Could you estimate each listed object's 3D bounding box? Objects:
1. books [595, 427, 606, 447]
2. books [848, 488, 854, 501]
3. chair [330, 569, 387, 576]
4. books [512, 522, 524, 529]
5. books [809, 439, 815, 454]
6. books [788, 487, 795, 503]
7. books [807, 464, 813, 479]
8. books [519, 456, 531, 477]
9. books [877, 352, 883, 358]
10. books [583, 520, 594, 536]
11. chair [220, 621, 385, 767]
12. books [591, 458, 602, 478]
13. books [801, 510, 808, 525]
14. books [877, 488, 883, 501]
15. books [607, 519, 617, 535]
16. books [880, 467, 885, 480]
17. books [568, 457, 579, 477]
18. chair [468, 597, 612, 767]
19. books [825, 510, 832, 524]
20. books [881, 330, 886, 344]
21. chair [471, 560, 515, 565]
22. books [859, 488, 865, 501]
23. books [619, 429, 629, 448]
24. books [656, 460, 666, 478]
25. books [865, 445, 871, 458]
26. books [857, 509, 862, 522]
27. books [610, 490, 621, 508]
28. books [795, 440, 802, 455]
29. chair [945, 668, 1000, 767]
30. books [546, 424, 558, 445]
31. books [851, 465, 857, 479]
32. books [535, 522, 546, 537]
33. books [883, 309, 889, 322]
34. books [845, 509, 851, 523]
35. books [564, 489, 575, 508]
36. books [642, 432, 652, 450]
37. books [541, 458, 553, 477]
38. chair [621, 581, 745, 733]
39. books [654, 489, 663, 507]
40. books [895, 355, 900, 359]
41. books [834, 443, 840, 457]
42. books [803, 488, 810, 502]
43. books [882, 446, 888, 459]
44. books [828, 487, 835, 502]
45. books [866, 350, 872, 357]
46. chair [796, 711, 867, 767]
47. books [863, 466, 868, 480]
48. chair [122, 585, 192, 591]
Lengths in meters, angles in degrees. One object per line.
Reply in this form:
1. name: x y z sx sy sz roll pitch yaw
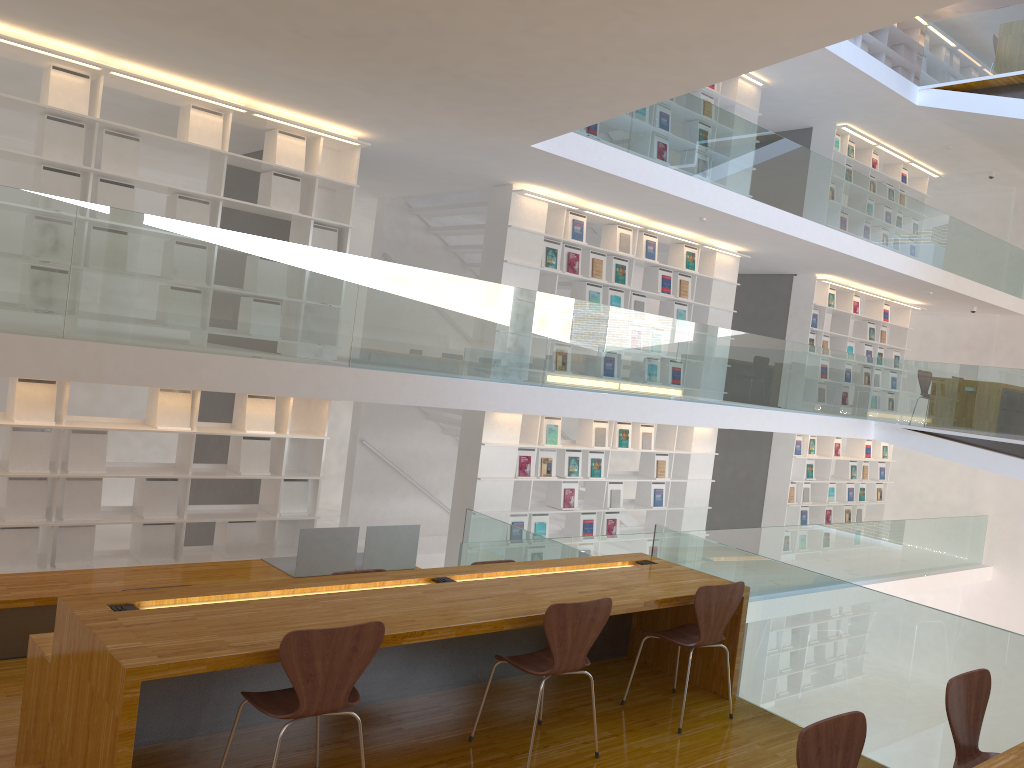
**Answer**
1. books: 0.940 0.569 9.407 0.145 0.210 0.037 6 2 -41
2. books: 5.026 1.646 13.146 0.145 0.210 0.037 6 2 -41
3. chair: -0.776 1.396 4.797 0.428 0.693 0.381 6 2 -41
4. books: 0.058 1.469 8.764 0.145 0.210 0.037 6 2 -41
5. books: 4.166 0.868 12.309 0.145 0.210 0.037 6 2 -41
6. books: 3.803 1.510 12.080 0.145 0.210 0.037 6 2 -41
7. books: 4.143 1.222 12.331 0.145 0.210 0.037 6 2 -41
8. books: 0.127 0.815 8.743 0.145 0.210 0.037 6 2 -41
9. books: 5.527 -0.364 13.317 0.145 0.210 0.037 6 2 -41
10. books: 0.809 1.548 9.425 0.145 0.210 0.037 6 2 -41
11. chair: -0.730 1.125 3.071 0.428 0.693 0.381 6 2 -41
12. books: 0.895 0.897 9.410 0.145 0.210 0.037 6 2 -41
13. books: 4.070 1.868 12.352 0.145 0.210 0.037 6 2 -41
14. books: 5.694 1.719 13.730 0.145 0.210 0.037 6 2 -41
15. books: 1.085 1.577 9.666 0.145 0.210 0.037 6 2 -41
16. books: 5.731 1.396 13.720 0.145 0.210 0.037 6 2 -41
17. books: 0.640 0.859 9.192 0.145 0.210 0.037 6 2 -41
18. chair: 0.135 1.214 3.776 0.428 0.693 0.381 6 2 -41
19. books: 4.565 1.922 12.789 0.145 0.210 0.037 6 2 -41
20. books: 5.577 -0.697 13.321 0.145 0.210 0.037 6 2 -41
21. chair: -0.046 1.470 5.434 0.428 0.693 0.381 6 2 -41
22. books: 5.278 1.672 13.366 0.145 0.210 0.037 6 2 -41
23. books: 1.218 0.598 9.650 0.145 0.210 0.037 6 2 -41
24. books: 1.701 0.978 10.119 0.145 0.210 0.037 6 2 -41
25. books: 5.366 1.026 13.362 0.145 0.210 0.037 6 2 -41
26. books: 5.238 1.994 13.374 0.145 0.210 0.037 6 2 -41
27. books: 1.127 1.259 9.657 0.145 0.210 0.037 6 2 -41
28. books: 3.896 0.874 12.074 0.145 0.210 0.037 6 2 -41
29. chair: 1.746 1.426 3.137 0.428 0.693 0.381 6 2 -41
30. books: 0.406 0.516 8.940 0.145 0.210 0.037 6 2 -41
31. books: 5.065 1.312 13.140 0.145 0.210 0.037 6 2 -41
32. books: 0.287 1.505 8.966 0.145 0.210 0.037 6 2 -41
33. books: 5.615 -1.010 13.314 0.145 0.210 0.037 6 2 -41
34. books: 4.989 1.969 13.156 0.145 0.210 0.037 6 2 -41
35. books: 0.593 1.190 9.192 0.145 0.210 0.037 6 2 -41
36. books: 1.508 0.648 9.905 0.145 0.210 0.037 6 2 -41
37. books: 0.349 0.852 8.951 0.145 0.210 0.037 6 2 -41
38. chair: 0.864 1.288 4.413 0.428 0.693 0.381 6 2 -41
39. books: 1.676 1.305 10.135 0.145 0.210 0.037 6 2 -41
40. books: 5.940 -0.332 13.681 0.145 0.210 0.037 6 2 -41
41. books: 4.684 0.957 12.766 0.145 0.210 0.037 6 2 -41
42. books: 4.091 1.550 12.329 0.145 0.210 0.037 6 2 -41
43. books: 5.770 1.062 13.715 0.145 0.210 0.037 6 2 -41
44. books: 4.605 1.597 12.782 0.145 0.210 0.037 6 2 -41
45. books: 5.275 -0.390 13.097 0.145 0.210 0.037 6 2 -41
46. chair: 1.017 1.352 2.500 0.428 0.693 0.381 6 2 -41
47. books: 5.328 1.339 13.370 0.145 0.210 0.037 6 2 -41
48. chair: -1.591 1.314 4.034 0.428 0.693 0.381 6 2 -41
